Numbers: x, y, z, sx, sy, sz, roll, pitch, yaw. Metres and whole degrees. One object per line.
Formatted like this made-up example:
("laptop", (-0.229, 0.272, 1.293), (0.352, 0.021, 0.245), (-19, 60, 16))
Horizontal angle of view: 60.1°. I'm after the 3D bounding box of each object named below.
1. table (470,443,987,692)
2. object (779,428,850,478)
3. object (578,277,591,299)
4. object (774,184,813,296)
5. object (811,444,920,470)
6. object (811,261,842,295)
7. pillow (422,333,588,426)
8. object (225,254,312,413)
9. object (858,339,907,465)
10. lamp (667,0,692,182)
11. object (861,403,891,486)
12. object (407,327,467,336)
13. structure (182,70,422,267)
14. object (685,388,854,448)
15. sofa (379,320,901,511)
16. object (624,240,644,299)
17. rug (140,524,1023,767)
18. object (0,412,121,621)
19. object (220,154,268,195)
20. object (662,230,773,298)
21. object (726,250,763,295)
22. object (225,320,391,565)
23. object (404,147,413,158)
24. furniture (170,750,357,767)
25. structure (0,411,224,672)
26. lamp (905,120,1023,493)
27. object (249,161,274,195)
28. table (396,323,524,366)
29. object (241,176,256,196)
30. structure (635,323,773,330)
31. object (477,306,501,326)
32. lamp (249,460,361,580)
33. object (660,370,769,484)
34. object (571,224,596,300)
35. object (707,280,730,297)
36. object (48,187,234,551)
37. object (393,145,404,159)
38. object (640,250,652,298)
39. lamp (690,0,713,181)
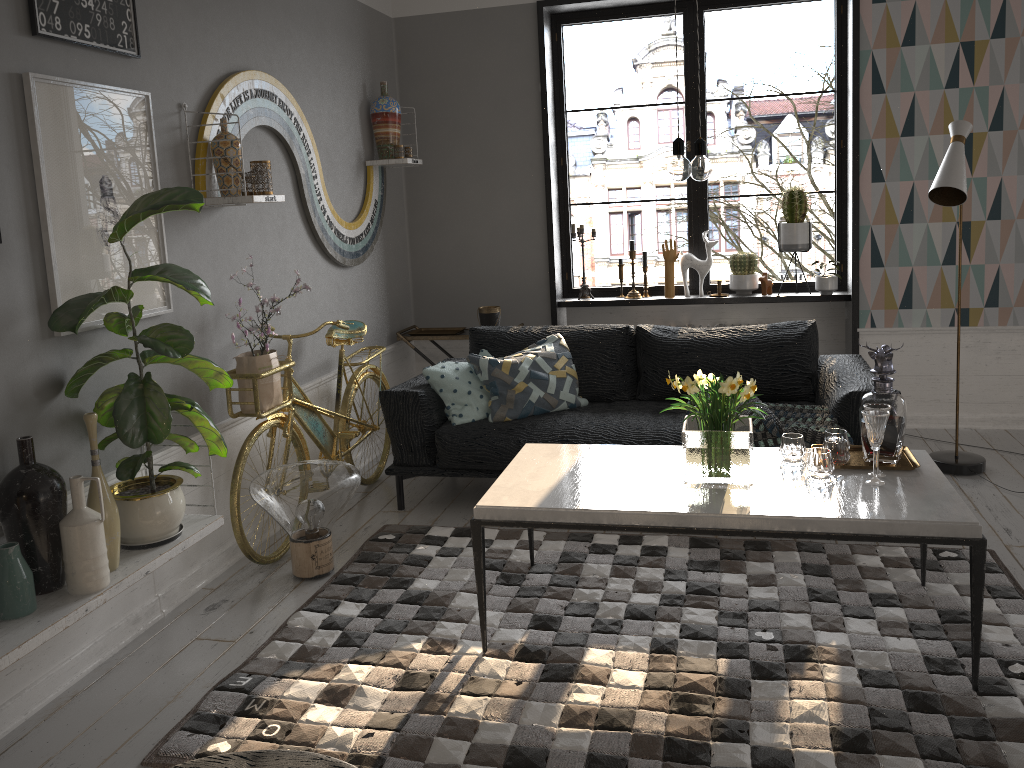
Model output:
("table", (0.674, 0.553, 2.942), (1.455, 0.506, 0.740), (0, 11, 14))
("object", (1.057, 0.230, 2.958), (0.246, 0.086, 0.282), (-5, 11, -8))
("object", (0.467, -0.630, 5.714), (0.084, 0.150, 0.085), (0, 9, 18))
("object", (1.674, -0.859, 5.240), (0.236, 0.664, 0.230), (-5, 9, -15))
("object", (1.187, 0.248, 2.991), (0.318, 0.015, 0.249), (0, 12, 14))
("object", (1.847, -0.626, 5.205), (0.171, 0.201, 0.249), (0, 11, 16))
("pillow", (-0.034, -0.029, 4.403), (0.798, 0.358, 0.448), (-4, 10, -4))
("object", (-0.970, -0.232, 3.690), (0.254, 0.635, 0.492), (2, 11, 32))
("object", (1.242, 0.049, 2.959), (0.148, 0.413, 0.157), (3, 10, 33))
("lamp", (0.671, -1.257, 2.002), (0.074, 1.521, 1.408), (-5, 10, -16))
("object", (1.146, 0.188, 2.784), (0.082, 0.225, 0.169), (1, 10, 25))
("object", (-0.467, -0.328, 5.539), (0.318, 0.015, 0.249), (0, 12, 14))
("structure", (-0.897, -1.030, 4.396), (0.267, 0.945, 2.045), (-1, 11, 14))
("object", (1.110, 0.219, 3.903), (0.666, 0.326, 0.496), (-1, 11, 9))
("sofa", (0.591, 0.135, 4.328), (2.339, 0.790, 0.981), (0, 11, 14))
("object", (0.758, -0.723, 5.543), (0.123, 0.372, 0.124), (0, 9, 19))
("rug", (0.430, 0.821, 2.879), (2.525, 0.034, 1.790), (0, 12, 14))
("object", (-1.304, 0.358, 2.521), (0.333, 0.483, 0.288), (-7, 10, -25))
("object", (-1.046, -0.821, 3.474), (0.198, 0.164, 0.060), (-12, 12, -41))
("object", (1.256, -0.737, 5.423), (0.662, 0.406, 0.136), (0, 9, 15))
("object", (1.423, -0.691, 5.438), (0.234, 0.280, 0.215), (-5, 9, -12))
("object", (-0.871, 0.153, 4.147), (0.426, 0.959, 1.644), (-2, 11, 6))
("object", (-0.606, -1.356, 5.179), (0.050, 0.058, 0.050), (-2, 10, 4))
("furniture", (-0.515, 0.984, 1.520), (0.735, 0.353, 0.744), (-3, 11, 1))
("structure", (-1.505, 0.569, 1.826), (0.308, 0.481, 2.807), (-1, 12, 14))
("lamp", (2.360, -0.456, 4.468), (0.680, 1.686, 1.260), (-1, 9, 12))
("object", (-1.024, -0.841, 3.620), (0.086, 0.138, 0.086), (-2, 9, 7))
("table", (-0.303, -0.019, 5.544), (0.742, 0.673, 0.343), (0, 9, 14))
("object", (-1.093, -0.818, 3.666), (0.062, 0.081, 0.063), (-5, 9, -10))
("structure", (1.249, -0.169, 5.660), (1.222, 0.424, 0.150), (-1, 9, 12))
("object", (-0.136, -0.389, 5.406), (0.142, 0.159, 0.139), (-10, 12, -37))
("lamp", (-0.809, 0.543, 3.526), (0.434, 0.433, 0.435), (7, 14, 44))
("object", (0.663, 0.124, 2.906), (0.351, 0.348, 0.328), (0, 10, 16))
("object", (0.440, -0.778, 5.614), (0.145, 0.485, 0.163), (-10, 11, -39))
("object", (1.273, -0.588, 5.432), (0.123, 0.098, 0.124), (5, 13, 36))
("object", (-1.188, -0.055, 2.873), (0.570, 1.139, 0.418), (-9, 10, -36))
("object", (-0.655, -1.342, 5.123), (0.060, 0.078, 0.060), (-3, 9, 3))
("object", (0.841, -0.698, 5.580), (0.076, 0.298, 0.076), (5, 11, 44))
("lamp", (0.760, -1.283, 2.107), (0.074, 1.521, 1.408), (-5, 10, -16))
